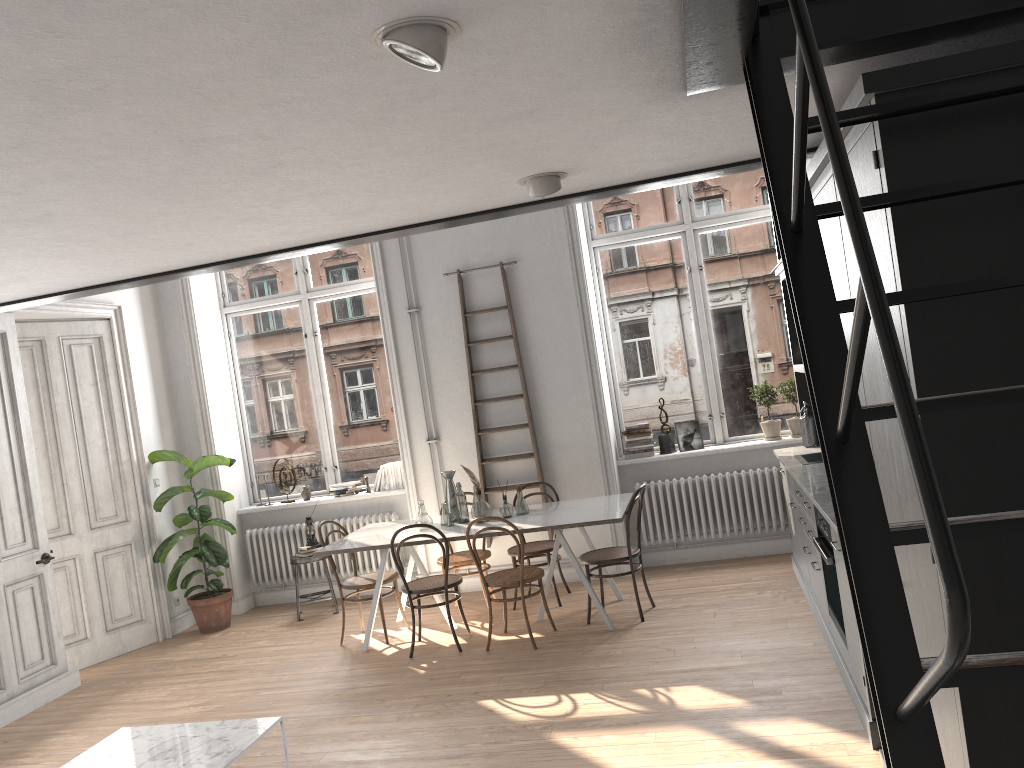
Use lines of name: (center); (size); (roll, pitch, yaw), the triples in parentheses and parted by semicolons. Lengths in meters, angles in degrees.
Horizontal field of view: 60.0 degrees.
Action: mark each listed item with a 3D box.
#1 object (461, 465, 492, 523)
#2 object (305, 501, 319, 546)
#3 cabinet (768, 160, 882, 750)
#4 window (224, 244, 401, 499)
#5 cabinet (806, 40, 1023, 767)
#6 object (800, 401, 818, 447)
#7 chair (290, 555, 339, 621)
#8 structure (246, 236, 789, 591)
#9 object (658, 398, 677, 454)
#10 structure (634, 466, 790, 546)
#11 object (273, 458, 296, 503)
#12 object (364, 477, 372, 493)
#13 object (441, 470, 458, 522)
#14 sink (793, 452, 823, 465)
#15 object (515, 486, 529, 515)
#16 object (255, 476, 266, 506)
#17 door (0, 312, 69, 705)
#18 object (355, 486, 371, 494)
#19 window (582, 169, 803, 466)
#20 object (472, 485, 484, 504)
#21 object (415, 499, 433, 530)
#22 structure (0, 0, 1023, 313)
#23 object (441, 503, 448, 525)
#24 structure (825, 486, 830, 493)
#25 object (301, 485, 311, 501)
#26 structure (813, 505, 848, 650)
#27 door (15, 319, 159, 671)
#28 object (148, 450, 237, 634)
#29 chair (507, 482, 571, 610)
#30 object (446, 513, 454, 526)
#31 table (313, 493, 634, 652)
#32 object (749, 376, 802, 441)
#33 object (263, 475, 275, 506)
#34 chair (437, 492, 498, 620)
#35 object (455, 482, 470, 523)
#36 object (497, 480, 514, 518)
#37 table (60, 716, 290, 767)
object: (-0.244, 0.794, 6.523); (0.157, 0.446, 0.156); (-8, 1, 30)
object: (-1.776, 1.235, 7.882); (0.163, 0.383, 0.154); (-9, 1, -14)
cabinet: (1.887, -0.316, 5.254); (0.635, 3.583, 3.249); (-8, 0, 12)
window: (-1.917, -0.386, 8.556); (1.623, 2.843, 0.013); (-8, 1, 12)
cabinet: (1.447, 0.366, 2.738); (0.634, 2.372, 1.400); (-8, 0, 12)
object: (2.237, 0.299, 6.712); (0.109, 0.349, 0.109); (-9, 1, -7)
chair: (-1.752, 1.764, 7.831); (0.364, 0.523, 0.360); (-9, 0, -14)
structure: (-0.246, -0.455, 7.786); (5.183, 4.474, 0.340); (-8, 1, 12)
object: (1.327, 0.362, 7.731); (0.122, 0.488, 0.102); (-8, 1, 36)
structure: (1.811, 1.014, 7.491); (1.577, 0.552, 0.194); (-8, 1, 12)
object: (-2.163, 0.921, 8.467); (0.348, 0.425, 0.087); (-8, 1, 44)
object: (-1.345, 0.937, 8.256); (0.048, 0.153, 0.088); (-9, 0, -18)
object: (-0.460, 0.857, 6.776); (0.116, 0.383, 0.116); (-8, 1, 23)
sink: (2.190, 0.452, 6.003); (0.514, 0.505, 0.526); (-8, 0, 12)
object: (0.065, 0.866, 6.619); (0.101, 0.212, 0.101); (-9, 1, -39)
object: (-2.442, 1.031, 8.568); (0.095, 0.289, 0.095); (-8, 1, 44)
door: (-3.623, 0.885, 6.047); (0.216, 2.814, 1.096); (-8, 1, 13)
object: (-1.409, 0.999, 8.329); (0.153, 0.048, 0.088); (-9, 0, -38)
window: (7.688, -6.210, 9.360); (14.388, 15.936, 26.389); (-8, 0, 12)
object: (-0.253, 0.891, 6.694); (0.098, 0.255, 0.100); (-9, 1, -11)
object: (-0.661, 0.970, 6.577); (0.132, 0.219, 0.132); (-8, 0, 1)
structure: (-1.675, -1.058, 1.900); (5.928, 1.213, 4.156); (-8, 0, 12)
object: (-0.506, 0.978, 6.675); (0.083, 0.158, 0.083); (-8, 0, 8)
structure: (1.847, 0.539, 4.493); (0.427, 0.011, 0.592); (-8, 0, 12)
object: (-1.957, 1.033, 8.425); (0.100, 0.142, 0.102); (-9, 0, -13)
structure: (1.898, 0.931, 4.498); (0.618, 0.623, 0.622); (-8, 0, 12)
door: (-3.546, 0.872, 7.219); (0.216, 2.814, 1.096); (-8, 1, 37)
object: (-0.344, 0.890, 7.031); (5.829, 1.842, 0.791); (-8, 1, 17)
chair: (0.194, 1.277, 7.096); (0.438, 0.921, 0.549); (-8, 0, 19)
object: (-0.462, 1.004, 6.570); (0.058, 0.094, 0.058); (-8, 1, 40)
table: (-0.175, 1.403, 6.580); (2.201, 0.780, 1.100); (-8, 0, 12)
object: (2.278, 0.203, 7.528); (0.500, 0.524, 0.234); (-8, 1, 1)
object: (-2.341, 1.016, 8.488); (0.095, 0.289, 0.095); (-8, 1, 35)
chair: (-0.377, 1.362, 7.139); (0.438, 0.921, 0.549); (-8, 0, 10)
object: (-0.382, 0.887, 6.646); (0.086, 0.301, 0.086); (-8, 1, -2)
object: (-0.053, 0.848, 6.566); (0.107, 0.283, 0.106); (-8, 1, 7)
table: (-1.528, 1.802, 3.772); (0.849, 0.392, 0.849); (-8, 0, 12)
